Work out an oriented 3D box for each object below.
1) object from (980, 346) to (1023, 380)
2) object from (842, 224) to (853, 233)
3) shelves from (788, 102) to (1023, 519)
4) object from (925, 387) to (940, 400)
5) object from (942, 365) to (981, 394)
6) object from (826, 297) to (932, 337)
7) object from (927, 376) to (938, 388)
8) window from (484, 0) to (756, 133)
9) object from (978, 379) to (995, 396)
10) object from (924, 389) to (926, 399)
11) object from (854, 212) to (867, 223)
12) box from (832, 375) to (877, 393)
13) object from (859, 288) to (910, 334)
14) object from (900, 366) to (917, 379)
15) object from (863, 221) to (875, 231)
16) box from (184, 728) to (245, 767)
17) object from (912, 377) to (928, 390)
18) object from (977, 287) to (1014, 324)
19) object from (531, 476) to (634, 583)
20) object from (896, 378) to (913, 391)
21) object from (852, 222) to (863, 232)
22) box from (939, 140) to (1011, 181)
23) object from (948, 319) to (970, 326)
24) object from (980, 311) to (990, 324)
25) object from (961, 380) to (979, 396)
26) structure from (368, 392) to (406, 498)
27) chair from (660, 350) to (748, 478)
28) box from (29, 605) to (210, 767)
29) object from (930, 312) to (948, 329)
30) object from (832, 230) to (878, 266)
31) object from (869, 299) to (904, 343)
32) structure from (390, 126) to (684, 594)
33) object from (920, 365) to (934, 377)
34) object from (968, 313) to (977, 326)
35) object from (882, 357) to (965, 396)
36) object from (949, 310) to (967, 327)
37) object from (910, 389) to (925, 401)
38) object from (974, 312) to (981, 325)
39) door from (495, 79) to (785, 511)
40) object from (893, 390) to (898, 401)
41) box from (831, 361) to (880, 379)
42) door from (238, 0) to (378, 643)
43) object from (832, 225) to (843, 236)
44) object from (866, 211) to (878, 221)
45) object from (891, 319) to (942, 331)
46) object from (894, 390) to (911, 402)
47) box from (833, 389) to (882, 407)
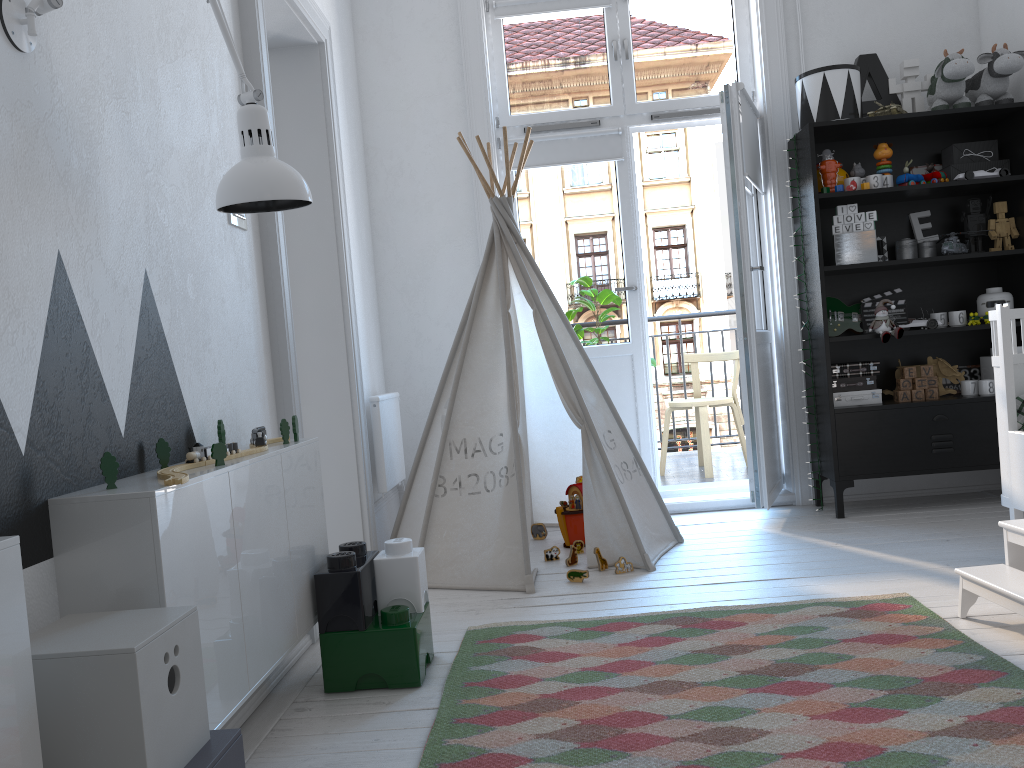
[{"bbox_3d":[2.164,-0.063,3.856,0.132,0.199,0.267,-5,2,3],"label":"object"},{"bbox_3d":[1.440,-0.666,3.816,0.040,0.040,0.040,-5,2,8],"label":"object"},{"bbox_3d":[1.777,-0.305,3.890,0.911,1.678,0.353,-5,2,3],"label":"shelves"},{"bbox_3d":[1.816,0.042,3.831,0.050,0.050,0.050,-4,2,33],"label":"object"},{"bbox_3d":[1.995,-0.016,4.043,0.347,0.120,0.034,-5,2,3],"label":"object"},{"bbox_3d":[1.637,-0.294,4.021,0.542,0.239,0.093,-5,2,4],"label":"object"},{"bbox_3d":[1.816,-0.008,3.856,0.050,0.050,0.050,-5,2,3],"label":"object"},{"bbox_3d":[0.518,-1.599,4.264,1.263,0.660,0.101,-5,2,3],"label":"window"},{"bbox_3d":[2.030,0.016,3.785,0.067,0.067,0.067,-4,2,17],"label":"object"},{"bbox_3d":[1.826,0.040,3.889,0.050,0.050,0.050,-5,2,3],"label":"object"},{"bbox_3d":[1.489,-0.710,3.790,0.040,0.040,0.040,-4,2,33],"label":"object"},{"bbox_3d":[1.481,0.000,3.936,0.215,0.062,0.179,-5,1,3],"label":"box"},{"bbox_3d":[1.674,-0.328,3.992,0.201,0.199,0.048,-5,2,3],"label":"object"},{"bbox_3d":[1.718,-0.049,3.845,0.050,0.050,0.050,-5,2,3],"label":"object"},{"bbox_3d":[1.524,-0.672,3.781,0.040,0.040,0.040,-4,2,33],"label":"object"},{"bbox_3d":[-0.541,0.677,1.263,0.254,0.259,0.251,-5,2,3],"label":"box"},{"bbox_3d":[1.761,-0.003,3.832,0.050,0.050,0.050,-5,2,3],"label":"object"},{"bbox_3d":[2.105,-0.339,3.863,0.139,0.162,0.139,-6,2,-22],"label":"object"},{"bbox_3d":[0.303,0.531,3.485,0.385,0.284,0.856,-5,1,-5],"label":"object"},{"bbox_3d":[1.705,0.001,3.855,0.050,0.050,0.050,-5,2,3],"label":"object"},{"bbox_3d":[1.480,-0.669,3.795,0.040,0.040,0.040,-4,2,18],"label":"object"},{"bbox_3d":[2.029,-0.963,3.899,0.251,0.189,0.179,-5,2,3],"label":"box"},{"bbox_3d":[1.975,-0.273,3.978,0.163,0.034,0.069,-5,1,3],"label":"object"},{"bbox_3d":[2.029,-0.282,3.788,0.031,0.054,0.042,-6,2,-42],"label":"object"},{"bbox_3d":[1.984,0.019,3.842,0.067,0.067,0.067,-4,2,17],"label":"object"},{"bbox_3d":[-0.532,0.271,3.922,0.075,0.460,0.635,-5,2,-1],"label":"structure"},{"bbox_3d":[1.147,0.169,5.326,0.498,0.716,0.436,-6,2,-42],"label":"chair"},{"bbox_3d":[-0.572,0.447,1.248,0.202,0.206,0.199,-5,2,3],"label":"box"},{"bbox_3d":[1.865,-0.277,3.873,0.067,0.067,0.067,-4,2,17],"label":"object"},{"bbox_3d":[1.483,-0.582,3.837,0.170,0.138,0.124,-4,2,18],"label":"object"},{"bbox_3d":[1.575,-0.266,3.732,0.110,0.186,0.129,-5,2,-10],"label":"object"},{"bbox_3d":[0.007,-0.173,3.562,1.142,1.750,1.143,-6,2,-21],"label":"structure"},{"bbox_3d":[1.797,-0.056,3.843,0.050,0.050,0.050,-4,2,23],"label":"object"},{"bbox_3d":[1.955,-0.276,3.768,0.042,0.054,0.031,-6,2,-37],"label":"object"},{"bbox_3d":[1.837,-0.028,3.961,0.337,0.186,0.111,-4,2,18],"label":"object"},{"bbox_3d":[1.921,-0.281,3.823,0.067,0.067,0.067,-4,2,17],"label":"object"},{"bbox_3d":[1.749,0.048,3.835,0.050,0.050,0.050,-5,2,8],"label":"object"},{"bbox_3d":[2.000,-0.281,3.819,0.042,0.054,0.031,-5,2,3],"label":"object"},{"bbox_3d":[0.603,-0.347,4.058,1.264,1.839,0.636,-5,2,5],"label":"door"},{"bbox_3d":[1.709,0.050,3.892,0.050,0.050,0.050,-5,2,3],"label":"object"},{"bbox_3d":[1.494,-0.063,3.934,0.215,0.062,0.179,-5,1,3],"label":"box"},{"bbox_3d":[-0.829,-0.312,3.296,0.505,2.178,1.465,-5,2,-12],"label":"door"},{"bbox_3d":[1.401,-0.662,3.821,0.040,0.040,0.040,-4,2,18],"label":"object"},{"bbox_3d":[1.532,-0.713,3.776,0.040,0.040,0.040,-4,2,28],"label":"object"},{"bbox_3d":[1.738,-0.255,3.841,0.230,0.048,0.098,-4,2,28],"label":"object"},{"bbox_3d":[1.691,0.053,3.838,0.050,0.050,0.050,-5,2,3],"label":"object"},{"bbox_3d":[1.505,0.060,3.937,0.215,0.062,0.179,-5,1,3],"label":"box"}]
